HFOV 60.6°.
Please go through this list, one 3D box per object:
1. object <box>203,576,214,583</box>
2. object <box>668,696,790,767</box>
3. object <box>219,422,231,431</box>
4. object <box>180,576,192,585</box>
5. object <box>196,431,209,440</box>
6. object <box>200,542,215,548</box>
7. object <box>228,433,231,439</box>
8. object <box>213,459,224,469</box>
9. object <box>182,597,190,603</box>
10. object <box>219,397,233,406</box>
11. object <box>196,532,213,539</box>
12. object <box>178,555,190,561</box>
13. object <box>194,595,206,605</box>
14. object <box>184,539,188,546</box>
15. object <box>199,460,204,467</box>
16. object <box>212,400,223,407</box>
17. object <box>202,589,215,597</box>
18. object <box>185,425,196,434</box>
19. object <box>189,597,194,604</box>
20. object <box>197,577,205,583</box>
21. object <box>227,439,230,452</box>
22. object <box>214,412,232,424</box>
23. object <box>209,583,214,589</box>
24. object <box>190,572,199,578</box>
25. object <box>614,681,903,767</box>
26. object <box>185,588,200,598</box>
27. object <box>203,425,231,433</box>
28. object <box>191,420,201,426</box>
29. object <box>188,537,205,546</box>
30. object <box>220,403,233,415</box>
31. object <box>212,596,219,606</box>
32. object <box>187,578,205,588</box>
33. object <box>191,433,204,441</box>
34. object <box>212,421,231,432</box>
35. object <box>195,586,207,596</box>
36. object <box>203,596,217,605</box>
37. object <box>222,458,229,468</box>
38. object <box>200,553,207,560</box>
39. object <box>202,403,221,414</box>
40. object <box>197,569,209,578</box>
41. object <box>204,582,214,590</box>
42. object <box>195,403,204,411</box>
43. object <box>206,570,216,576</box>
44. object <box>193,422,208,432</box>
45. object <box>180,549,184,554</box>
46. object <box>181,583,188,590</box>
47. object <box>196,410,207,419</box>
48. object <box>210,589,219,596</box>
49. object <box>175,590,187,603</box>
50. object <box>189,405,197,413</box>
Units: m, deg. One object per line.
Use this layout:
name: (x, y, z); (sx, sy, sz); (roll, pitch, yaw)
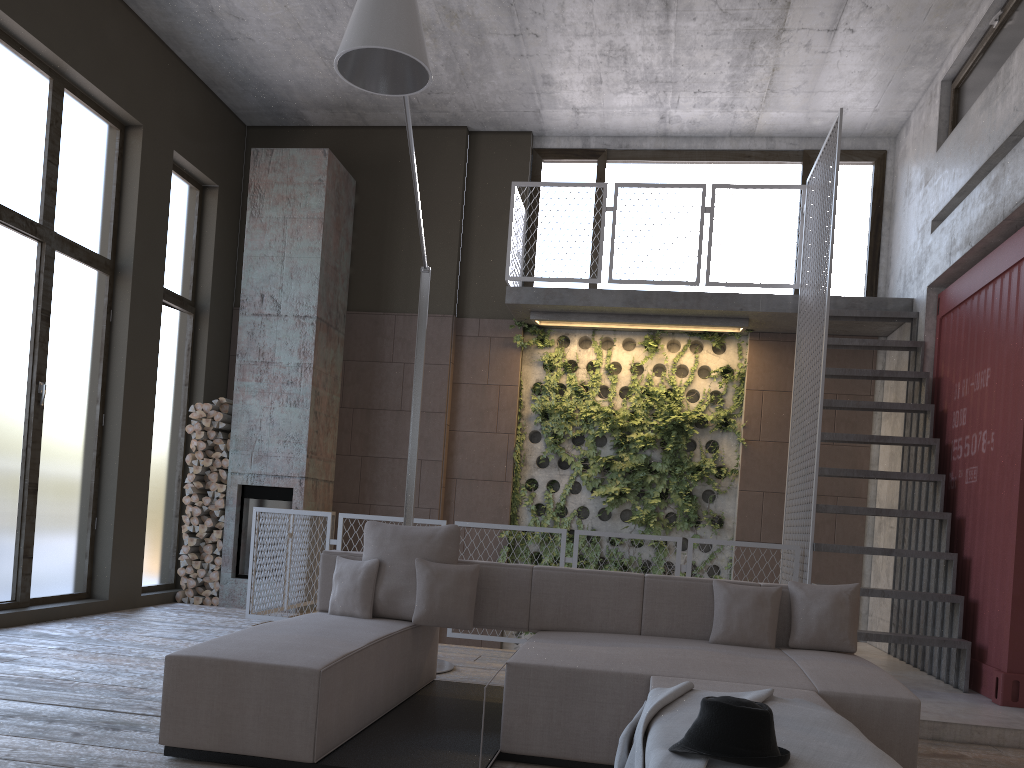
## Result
object: (-2.975, 1.963, 8.859); (0.121, 0.067, 0.368); (3, -9, 10)
object: (0.568, 0.900, 2.286); (0.302, 0.168, 0.301); (4, -7, -3)
object: (-2.822, 0.439, 8.843); (0.066, 0.067, 0.428); (3, -9, 8)
object: (-3.238, 1.989, 8.891); (0.100, 0.102, 0.296); (3, -8, 10)
object: (-3.040, 0.540, 8.864); (0.093, 0.083, 0.485); (3, -9, 8)
object: (-3.041, 1.622, 8.879); (0.064, 0.073, 0.364); (3, -9, 11)
object: (-2.776, 0.542, 8.943); (0.099, 0.101, 0.296); (3, -8, 10)
object: (-2.883, 0.821, 8.897); (0.090, 0.088, 0.461); (3, -9, 8)
object: (-3.220, 2.180, 8.909); (0.067, 0.066, 0.428); (3, -9, 8)
object: (-2.858, 0.189, 8.891); (0.087, 0.055, 0.336); (3, -9, 8)
object: (-3.038, 1.528, 8.871); (0.114, 0.079, 0.440); (3, -9, 8)
object: (-3.238, 1.759, 8.903); (0.122, 0.067, 0.368); (3, -9, 8)
object: (-3.065, 2.179, 8.883); (0.093, 0.083, 0.485); (3, -9, 8)
object: (-3.187, 1.600, 8.871); (0.067, 0.066, 0.428); (3, -9, 8)
object: (-3.044, 0.821, 8.905); (0.067, 0.066, 0.428); (3, -9, 8)
object: (-2.926, 0.219, 8.875); (0.065, 0.072, 0.364); (3, -9, 7)
object: (-2.990, 2.114, 8.897); (0.114, 0.079, 0.440); (3, -9, 8)
object: (-3.155, 0.481, 8.880); (0.091, 0.091, 0.443); (3, -9, 8)
object: (-3.140, 2.186, 8.897); (0.067, 0.066, 0.428); (3, -9, 8)
object: (-3.076, 1.972, 8.878); (0.064, 0.073, 0.364); (4, -9, 8)
object: (-2.776, 0.635, 8.870); (0.063, 0.125, 0.368); (4, -8, 8)
object: (-2.858, 0.357, 8.844); (0.093, 0.092, 0.443); (3, -9, 8)
object: (-2.943, 2.032, 8.865); (0.066, 0.084, 0.430); (4, -9, 7)
object: (-3.137, 1.926, 8.862); (0.089, 0.056, 0.336); (3, -9, 8)
object: (0.589, 1.194, 2.450); (1.042, 0.498, 1.618); (0, -9, 27)
object: (-3.170, 2.106, 8.909); (0.092, 0.092, 0.443); (3, -9, 8)
object: (-2.965, 0.475, 8.878); (0.114, 0.079, 0.440); (3, -9, 8)
object: (-3.123, 0.418, 8.894); (0.066, 0.085, 0.430); (4, -9, 7)
object: (-3.112, 1.593, 8.857); (0.093, 0.083, 0.485); (3, -9, 8)
object: (-2.857, 0.271, 8.921); (0.099, 0.107, 0.298); (3, -8, 10)
object: (-2.893, 2.181, 8.872); (0.091, 0.091, 0.443); (3, -9, 8)
object: (-3.152, 1.996, 8.832); (0.098, 0.106, 0.298); (3, -8, 10)
object: (-3.115, 0.547, 8.877); (0.067, 0.066, 0.428); (3, -9, 8)
object: (-2.901, 0.436, 8.855); (0.067, 0.066, 0.428); (3, -9, 8)
object: (-3.088, 2.098, 8.923); (0.101, 0.086, 0.367); (3, -8, 8)
object: (-2.979, 2.185, 8.889); (0.090, 0.088, 0.461); (3, -9, 8)
object: (-2.797, 0.816, 8.880); (0.091, 0.091, 0.443); (3, -9, 8)
object: (-3.032, 1.749, 8.920); (0.101, 0.086, 0.367); (3, -8, 10)
object: (-2.991, 0.263, 8.805); (0.104, 0.102, 0.295); (3, -8, 8)
object: (-3.036, 1.904, 8.867); (0.090, 0.088, 0.461); (3, -9, 7)
object: (-3.022, 2.049, 8.948); (0.104, 0.101, 0.295); (3, -8, 8)
object: (-3.068, 0.266, 8.902); (0.090, 0.089, 0.461); (3, -9, 7)
object: (-2.962, 1.902, 8.886); (0.067, 0.070, 0.428); (3, -9, 8)
object: (-3.068, 0.460, 8.863); (0.091, 0.088, 0.461); (3, -9, 8)
object: (-3.239, 1.695, 8.932); (0.067, 0.070, 0.428); (3, -9, 10)
object: (-3.236, 2.025, 8.805); (0.045, 0.072, 0.254); (4, -8, 8)
object: (-3.036, 0.335, 8.855); (0.112, 0.079, 0.441); (3, -9, 8)
object: (-2.916, 2.090, 8.867); (0.071, 0.072, 0.428); (3, -9, 8)
object: (-3.287, 2.144, 8.883); (0.064, 0.124, 0.368); (4, -8, 8)
object: (-3.135, 0.274, 8.882); (0.067, 0.068, 0.428); (3, -9, 8)
